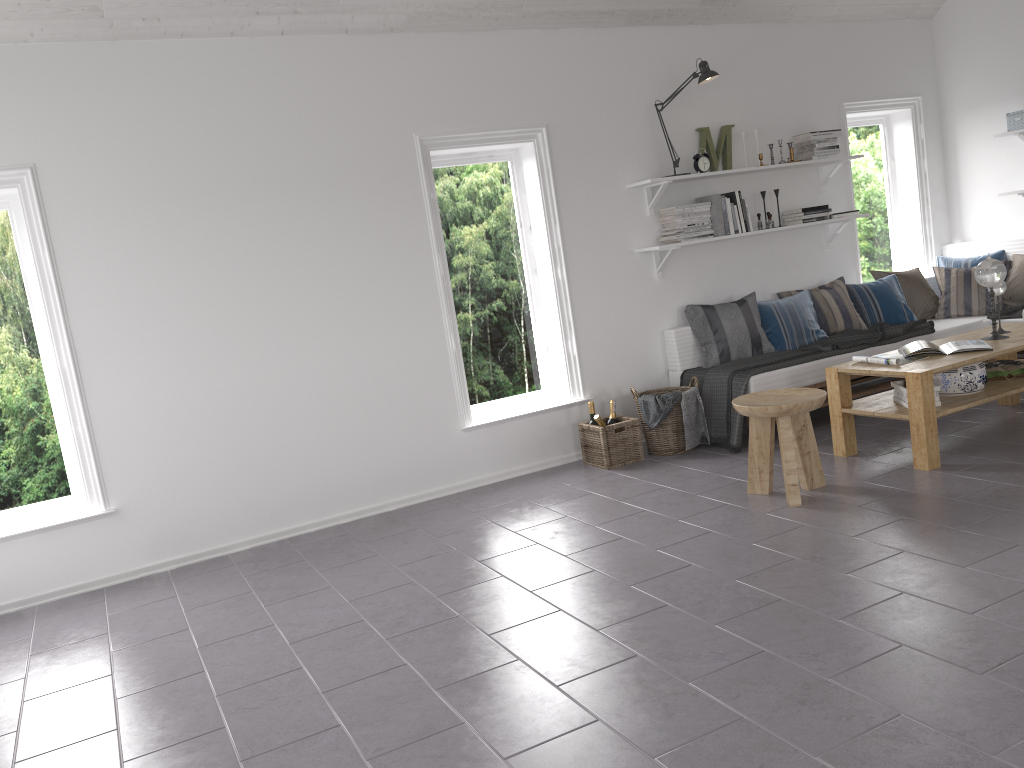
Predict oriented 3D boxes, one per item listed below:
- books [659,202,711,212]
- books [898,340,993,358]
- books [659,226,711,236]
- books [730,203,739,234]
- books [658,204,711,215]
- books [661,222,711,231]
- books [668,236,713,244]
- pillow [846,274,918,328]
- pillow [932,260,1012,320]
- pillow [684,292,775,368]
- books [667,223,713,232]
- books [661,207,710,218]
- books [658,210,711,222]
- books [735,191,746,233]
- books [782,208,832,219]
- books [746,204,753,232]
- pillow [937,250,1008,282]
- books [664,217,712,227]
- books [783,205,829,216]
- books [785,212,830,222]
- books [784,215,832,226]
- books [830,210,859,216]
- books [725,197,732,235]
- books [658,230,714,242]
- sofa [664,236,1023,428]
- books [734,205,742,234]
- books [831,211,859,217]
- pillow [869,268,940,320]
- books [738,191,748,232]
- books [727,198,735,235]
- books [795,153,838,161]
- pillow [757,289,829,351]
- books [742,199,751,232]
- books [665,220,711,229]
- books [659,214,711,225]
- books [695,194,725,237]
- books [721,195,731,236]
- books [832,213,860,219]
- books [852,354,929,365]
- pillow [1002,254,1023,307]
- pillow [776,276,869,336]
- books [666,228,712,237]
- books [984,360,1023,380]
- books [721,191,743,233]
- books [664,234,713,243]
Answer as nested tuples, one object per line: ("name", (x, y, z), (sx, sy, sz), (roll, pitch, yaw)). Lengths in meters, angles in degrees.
("books", (1.117, -1.147, 5.745), (0.288, 0.016, 0.182), (-12, 9, -25))
("books", (2.291, -0.200, 4.714), (0.422, 0.049, 0.300), (-6, 8, 19))
("books", (1.128, -1.000, 5.791), (0.288, 0.016, 0.182), (-12, 9, -25))
("books", (1.423, -1.084, 5.844), (0.044, 0.203, 0.141), (-12, 9, -25))
("books", (1.120, -1.133, 5.760), (0.288, 0.016, 0.182), (-12, 9, -25))
("books", (1.132, -1.026, 5.773), (0.285, 0.012, 0.159), (-12, 9, -25))
("books", (1.162, -0.939, 5.788), (0.254, 0.012, 0.161), (-12, 9, -25))
("pillow", (2.590, -0.544, 6.276), (0.523, 0.408, 0.341), (-10, 8, -9))
("pillow", (3.287, -0.664, 6.345), (0.516, 0.392, 0.358), (-4, 9, 34))
("pillow", (1.423, -0.345, 5.801), (0.534, 0.444, 0.301), (-10, 8, -9))
("books", (1.157, -1.018, 5.777), (0.256, 0.013, 0.161), (-12, 9, -25))
("books", (1.124, -1.115, 5.763), (0.273, 0.021, 0.174), (-12, 9, -25))
("books", (1.120, -1.092, 5.781), (0.296, 0.028, 0.180), (-12, 9, -25))
("books", (1.451, -1.130, 5.891), (0.054, 0.272, 0.200), (-12, 9, -25))
("books", (2.054, -1.188, 6.185), (0.258, 0.023, 0.212), (-12, 9, -25))
("books", (1.531, -1.101, 5.918), (0.045, 0.185, 0.152), (-12, 9, -25))
("pillow", (3.427, -0.759, 6.591), (0.534, 0.437, 0.287), (-3, 10, 37))
("books", (1.143, -1.056, 5.779), (0.263, 0.017, 0.167), (-12, 9, -25))
("books", (2.044, -1.211, 6.175), (0.239, 0.028, 0.190), (-12, 8, -23))
("books", (2.054, -1.163, 6.177), (0.242, 0.023, 0.191), (-13, 9, -27))
("books", (2.062, -1.138, 6.190), (0.258, 0.032, 0.191), (-12, 8, -23))
("books", (2.299, -1.208, 6.305), (0.251, 0.012, 0.202), (-12, 8, -24))
("books", (1.364, -1.096, 5.850), (0.019, 0.243, 0.205), (-12, 9, -25))
("books", (1.131, -0.966, 5.777), (0.331, 0.025, 0.176), (-12, 9, -25))
("sofa", (2.729, -0.331, 5.575), (2.855, 0.932, 2.017), (-12, 9, -25))
("books", (1.448, -1.080, 5.851), (0.042, 0.185, 0.125), (-12, 9, -25))
("books", (2.302, -1.195, 6.300), (0.248, 0.014, 0.187), (-13, 9, -27))
("pillow", (2.921, -0.657, 6.508), (0.545, 0.438, 0.334), (-11, 8, -20))
("books", (1.471, -1.135, 5.903), (0.048, 0.274, 0.210), (-12, 9, -25))
("books", (1.380, -1.096, 5.858), (0.031, 0.236, 0.200), (-12, 9, -25))
("books", (2.130, -1.572, 6.205), (0.239, 0.032, 0.172), (-12, 9, -25))
("pillow", (1.847, -0.398, 5.955), (0.525, 0.401, 0.331), (-10, 8, -6))
("books", (1.504, -1.112, 5.905), (0.047, 0.219, 0.171), (-12, 9, -25))
("books", (1.143, -1.040, 5.771), (0.254, 0.012, 0.161), (-12, 9, -25))
("books", (1.127, -1.072, 5.786), (0.288, 0.016, 0.182), (-12, 9, -25))
("books", (1.299, -1.096, 5.814), (0.050, 0.271, 0.200), (-12, 9, -25))
("books", (1.344, -1.098, 5.834), (0.046, 0.257, 0.193), (-12, 9, -25))
("books", (2.308, -1.182, 6.303), (0.253, 0.014, 0.187), (-12, 9, -25))
("books", (1.990, -0.141, 4.669), (0.229, 0.043, 0.300), (-12, 8, -21))
("pillow", (3.600, -0.700, 6.089), (0.366, 0.381, 0.521), (-13, 9, -28))
("pillow", (2.168, -0.494, 6.140), (0.546, 0.438, 0.316), (-10, 8, -13))
("books", (1.152, -0.989, 5.786), (0.254, 0.013, 0.161), (-12, 9, -25))
("books", (2.717, -0.088, 4.917), (0.445, 0.079, 0.301), (-7, 8, 15))
("books", (1.436, -1.127, 5.881), (0.038, 0.274, 0.200), (-12, 9, -25))
("books", (1.148, -0.949, 5.776), (0.285, 0.012, 0.159), (-12, 9, -25))
